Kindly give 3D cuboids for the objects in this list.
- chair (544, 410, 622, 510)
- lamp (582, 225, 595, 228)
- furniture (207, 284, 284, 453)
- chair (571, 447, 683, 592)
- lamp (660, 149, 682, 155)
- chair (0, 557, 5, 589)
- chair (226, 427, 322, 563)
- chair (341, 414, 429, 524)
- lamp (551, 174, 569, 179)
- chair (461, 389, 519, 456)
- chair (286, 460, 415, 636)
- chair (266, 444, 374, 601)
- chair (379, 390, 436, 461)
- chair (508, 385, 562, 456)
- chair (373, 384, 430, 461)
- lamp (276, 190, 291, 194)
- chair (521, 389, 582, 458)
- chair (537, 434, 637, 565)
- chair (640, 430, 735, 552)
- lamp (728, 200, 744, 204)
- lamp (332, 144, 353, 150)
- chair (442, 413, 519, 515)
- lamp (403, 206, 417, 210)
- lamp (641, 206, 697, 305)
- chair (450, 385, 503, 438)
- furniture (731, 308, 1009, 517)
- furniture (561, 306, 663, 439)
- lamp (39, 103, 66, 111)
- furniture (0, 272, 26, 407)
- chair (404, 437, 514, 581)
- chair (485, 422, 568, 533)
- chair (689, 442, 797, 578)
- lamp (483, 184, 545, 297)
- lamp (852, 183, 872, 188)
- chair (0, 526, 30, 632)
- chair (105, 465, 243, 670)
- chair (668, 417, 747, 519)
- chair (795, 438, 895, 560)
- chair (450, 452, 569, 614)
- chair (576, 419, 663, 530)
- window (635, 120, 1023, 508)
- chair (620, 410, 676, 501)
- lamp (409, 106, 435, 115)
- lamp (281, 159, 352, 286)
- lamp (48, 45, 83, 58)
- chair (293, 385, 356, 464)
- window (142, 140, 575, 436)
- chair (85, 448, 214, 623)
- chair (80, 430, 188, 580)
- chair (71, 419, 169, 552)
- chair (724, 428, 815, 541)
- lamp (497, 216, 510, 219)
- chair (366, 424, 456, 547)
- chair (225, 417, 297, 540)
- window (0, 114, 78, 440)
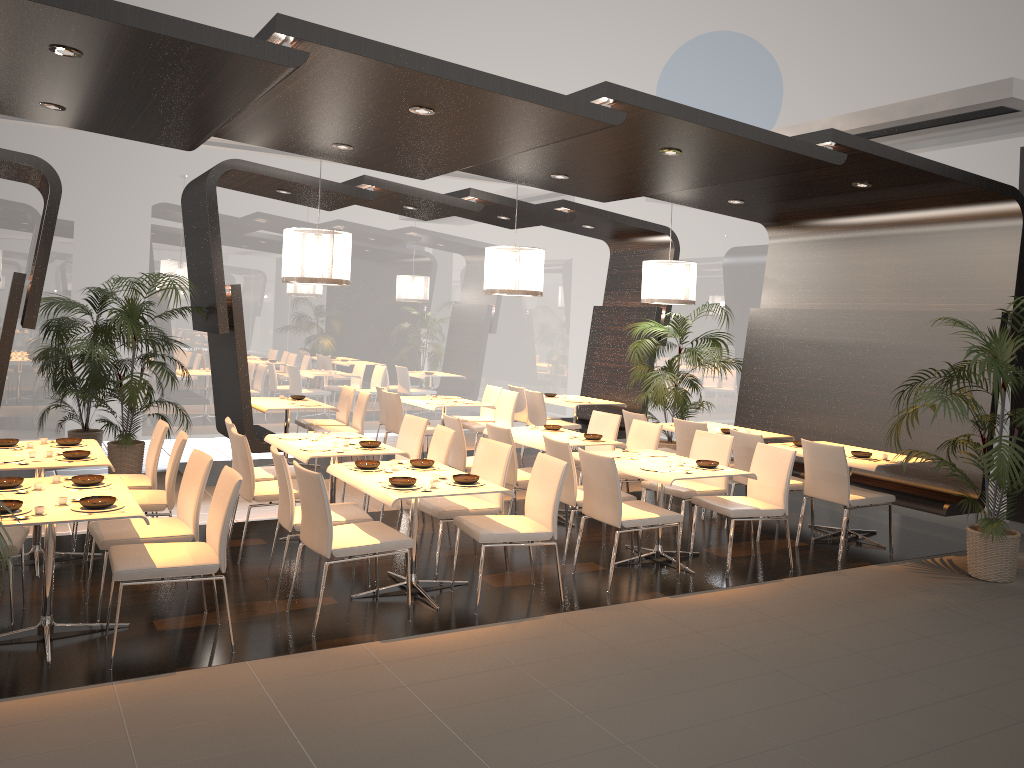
[{"bbox_3d":[0.678,0.712,8.423,0.604,0.870,0.485,2,1,-32],"label":"chair"},{"bbox_3d":[1.004,-2.080,11.610,0.161,0.056,0.162,0,5,-35],"label":"lamp"},{"bbox_3d":[-2.813,-0.206,9.454,0.756,1.675,1.405,2,1,-30],"label":"furniture"},{"bbox_3d":[0.778,0.893,6.043,0.604,0.874,0.485,2,1,-27],"label":"chair"},{"bbox_3d":[1.174,-1.729,6.539,0.161,0.050,0.162,1,4,-24],"label":"lamp"},{"bbox_3d":[-3.395,0.771,5.326,0.604,0.870,0.485,2,1,-32],"label":"chair"},{"bbox_3d":[-1.706,0.766,6.341,0.604,0.870,0.485,2,1,-27],"label":"chair"},{"bbox_3d":[-1.058,0.713,7.426,0.604,0.870,0.485,2,1,-32],"label":"chair"},{"bbox_3d":[0.426,-1.856,7.850,0.161,0.050,0.162,1,4,-24],"label":"lamp"},{"bbox_3d":[-0.271,0.515,10.564,0.604,0.870,0.485,2,1,-27],"label":"chair"},{"bbox_3d":[-0.935,0.892,5.064,0.604,0.870,0.485,2,1,-32],"label":"chair"},{"bbox_3d":[-1.227,0.841,5.589,0.604,0.870,0.485,2,1,-22],"label":"chair"},{"bbox_3d":[-1.152,0.520,10.043,0.604,0.874,0.485,2,1,-32],"label":"chair"},{"bbox_3d":[0.276,0.460,11.618,0.604,0.870,0.485,2,1,-27],"label":"chair"},{"bbox_3d":[-1.350,0.460,10.716,0.604,0.870,0.485,2,1,-22],"label":"chair"},{"bbox_3d":[-2.483,-2.105,9.617,0.160,0.054,0.161,1,4,-24],"label":"lamp"},{"bbox_3d":[0.482,0.516,11.005,0.604,0.874,0.485,2,1,-27],"label":"chair"},{"bbox_3d":[0.552,0.841,6.626,0.604,0.874,0.485,2,1,-22],"label":"chair"},{"bbox_3d":[1.427,0.840,7.128,0.604,0.874,0.485,2,1,-32],"label":"chair"},{"bbox_3d":[2.257,-1.849,8.897,0.161,0.050,0.162,1,4,-24],"label":"lamp"},{"bbox_3d":[-1.313,-1.855,6.856,0.160,0.050,0.161,0,5,-35],"label":"lamp"},{"bbox_3d":[-0.308,0.712,7.868,0.604,0.870,0.485,2,1,-22],"label":"chair"},{"bbox_3d":[-1.192,-2.079,10.355,0.161,0.056,0.162,0,5,-35],"label":"lamp"},{"bbox_3d":[1.870,-1.902,10.380,0.627,1.931,0.627,2,0,2],"label":"lamp"},{"bbox_3d":[-0.477,0.464,11.177,0.604,0.874,0.485,2,1,-27],"label":"chair"},{"bbox_3d":[3.118,0.106,8.537,0.756,1.674,2.909,2,3,-30],"label":"furniture"},{"bbox_3d":[1.224,-0.209,11.762,0.756,1.675,1.405,2,1,-30],"label":"furniture"},{"bbox_3d":[-3.047,-1.854,5.865,0.160,0.050,0.161,0,5,-35],"label":"lamp"},{"bbox_3d":[-4.989,-0.205,8.210,0.756,1.675,1.405,2,1,-30],"label":"furniture"},{"bbox_3d":[-0.353,0.841,6.110,0.604,0.874,0.485,2,1,-32],"label":"chair"},{"bbox_3d":[0.104,0.772,7.315,0.604,0.874,0.485,2,1,-27],"label":"chair"},{"bbox_3d":[1.708,0.898,6.492,0.604,0.874,0.485,2,1,-22],"label":"chair"},{"bbox_3d":[0.051,-1.901,9.340,0.626,1.931,0.627,2,0,-2],"label":"lamp"},{"bbox_3d":[3.005,-1.722,7.586,0.161,0.050,0.162,1,4,-24],"label":"lamp"},{"bbox_3d":[-2.912,0.840,4.655,0.604,0.870,0.485,2,1,-22],"label":"chair"},{"bbox_3d":[-1.727,0.900,4.536,0.604,0.874,0.485,2,1,-27],"label":"chair"},{"bbox_3d":[1.852,0.770,8.323,0.604,0.874,0.485,2,1,-32],"label":"chair"},{"bbox_3d":[2.659,0.892,7.076,0.604,0.870,0.485,2,1,-27],"label":"chair"},{"bbox_3d":[-0.005,0.897,5.513,0.604,0.870,0.485,2,1,-22],"label":"chair"},{"bbox_3d":[0.960,0.770,7.786,0.604,0.870,0.485,2,1,-27],"label":"chair"},{"bbox_3d":[3.472,-0.949,11.183,0.070,3.977,6.599,3,3,-30],"label":"window"},{"bbox_3d":[1.433,0.714,8.846,0.604,0.874,0.485,2,1,-22],"label":"chair"},{"bbox_3d":[-0.565,-1.728,5.545,0.161,0.050,0.162,1,4,-24],"label":"lamp"},{"bbox_3d":[-1.797,-1.899,8.284,0.626,1.931,0.627,2,0,-2],"label":"lamp"},{"bbox_3d":[-2.299,-1.726,4.554,0.160,0.050,0.161,1,4,-24],"label":"lamp"},{"bbox_3d":[-2.149,0.467,10.201,0.604,0.874,0.485,2,1,-27],"label":"chair"},{"bbox_3d":[-1.786,-1.272,12.636,6.573,3.980,0.070,1,1,-30],"label":"window"},{"bbox_3d":[-2.065,0.848,5.066,0.604,0.874,0.485,2,1,-32],"label":"chair"},{"bbox_3d":[-2.480,0.771,5.841,0.604,0.870,0.485,2,1,-22],"label":"chair"},{"bbox_3d":[-2.818,0.718,6.371,0.604,0.870,0.485,2,1,-27],"label":"chair"},{"bbox_3d":[2.203,0.838,7.568,0.604,0.870,0.485,2,1,-22],"label":"chair"},{"bbox_3d":[-0.103,-2.079,10.978,0.161,0.056,0.162,0,5,-35],"label":"lamp"},{"bbox_3d":[-0.777,0.774,6.790,0.604,0.874,0.485,2,1,-22],"label":"chair"},{"bbox_3d":[-1.942,0.715,6.912,0.604,0.870,0.485,2,1,-22],"label":"chair"},{"bbox_3d":[-8.032,-1.268,9.065,6.573,3.980,0.070,1,1,-30],"label":"window"}]
